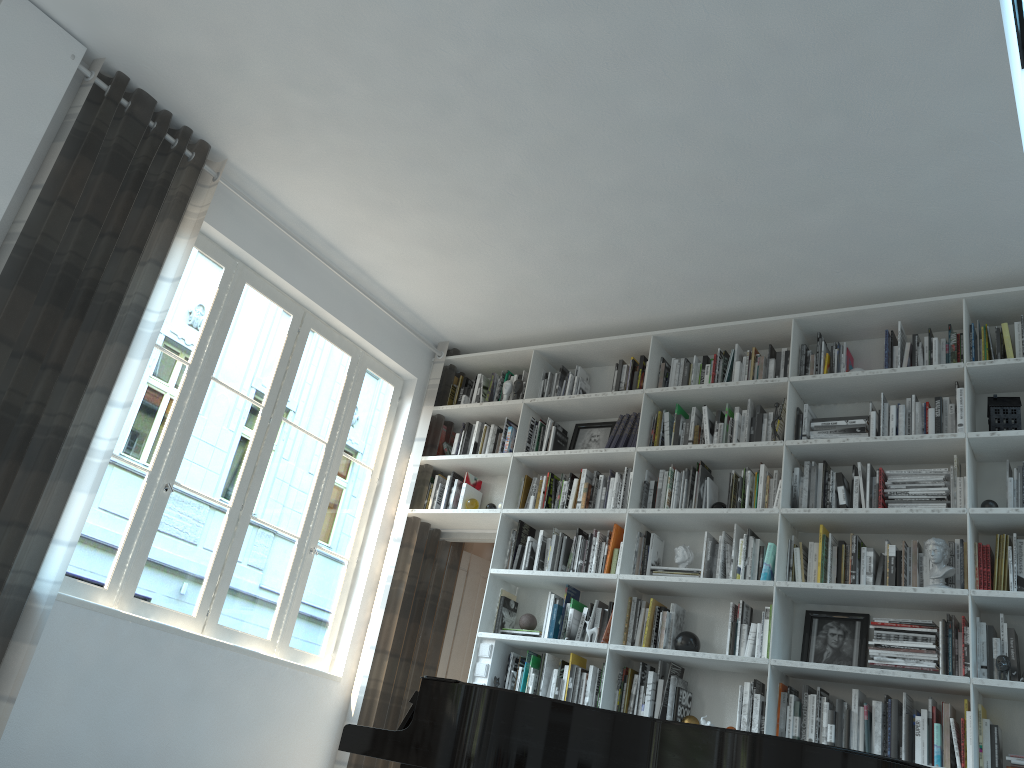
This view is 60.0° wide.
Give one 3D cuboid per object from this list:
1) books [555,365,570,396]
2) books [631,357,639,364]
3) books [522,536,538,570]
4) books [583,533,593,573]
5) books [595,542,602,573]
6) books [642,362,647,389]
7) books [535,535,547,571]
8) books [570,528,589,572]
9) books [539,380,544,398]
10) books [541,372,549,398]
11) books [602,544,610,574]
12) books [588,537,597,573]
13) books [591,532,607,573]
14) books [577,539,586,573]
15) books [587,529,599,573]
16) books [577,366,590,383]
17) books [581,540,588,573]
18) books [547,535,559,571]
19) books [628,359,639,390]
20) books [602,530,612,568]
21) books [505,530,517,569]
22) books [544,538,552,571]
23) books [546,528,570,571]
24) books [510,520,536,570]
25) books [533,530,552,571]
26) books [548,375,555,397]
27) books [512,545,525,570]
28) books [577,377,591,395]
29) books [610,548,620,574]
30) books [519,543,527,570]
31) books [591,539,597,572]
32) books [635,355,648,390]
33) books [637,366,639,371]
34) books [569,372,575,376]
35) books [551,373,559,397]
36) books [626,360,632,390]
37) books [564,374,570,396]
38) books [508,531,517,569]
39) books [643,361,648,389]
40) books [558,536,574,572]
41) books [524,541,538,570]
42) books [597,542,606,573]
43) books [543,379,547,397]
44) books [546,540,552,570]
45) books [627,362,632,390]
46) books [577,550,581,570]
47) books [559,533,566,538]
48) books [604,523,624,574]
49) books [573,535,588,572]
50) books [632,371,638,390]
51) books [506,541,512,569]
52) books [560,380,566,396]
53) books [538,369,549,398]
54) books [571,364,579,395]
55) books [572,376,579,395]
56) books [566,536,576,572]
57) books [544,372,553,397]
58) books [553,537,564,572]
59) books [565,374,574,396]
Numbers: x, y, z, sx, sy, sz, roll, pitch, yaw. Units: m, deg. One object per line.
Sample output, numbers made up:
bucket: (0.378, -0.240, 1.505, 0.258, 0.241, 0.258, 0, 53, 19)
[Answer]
books: (0.342, 0.042, 5.732, 0.015, 0.278, 0.191, -5, -29, 33)
books: (0.755, 0.004, 5.511, 0.014, 0.319, 0.137, -5, -29, 33)
books: (0.127, 1.052, 5.301, 0.022, 0.234, 0.178, -5, -29, 33)
books: (0.462, 1.009, 5.100, 0.012, 0.271, 0.146, -5, -29, 33)
books: (0.523, 1.030, 5.051, 0.012, 0.216, 0.161, -5, -29, 33)
books: (0.841, 0.017, 5.429, 0.022, 0.259, 0.152, -5, -29, 33)
books: (0.204, 1.042, 5.256, 0.011, 0.245, 0.177, -5, -29, 33)
books: (0.396, 1.002, 5.147, 0.013, 0.298, 0.152, -5, -29, 33)
books: (0.221, 0.096, 5.815, 0.017, 0.203, 0.143, -5, -29, 33)
books: (0.239, 0.074, 5.823, 0.007, 0.257, 0.157, -5, -29, 33)
books: (0.558, 1.030, 5.017, 0.013, 0.202, 0.162, -5, -29, 33)
books: (0.484, 1.021, 5.091, 0.011, 0.250, 0.140, -5, -29, 33)
books: (0.510, 0.999, 5.059, 0.015, 0.274, 0.158, -5, -29, 33)
books: (0.433, 1.028, 5.100, 0.013, 0.228, 0.177, -5, -29, 33)
books: (0.482, 1.001, 5.111, 0.011, 0.303, 0.130, -5, -29, 33)
books: (0.443, 0.046, 5.712, 0.015, 0.292, 0.131, -5, -29, 33)
books: (0.450, 1.032, 5.101, 0.013, 0.226, 0.152, -5, -29, 33)
books: (0.276, 1.032, 5.202, 0.021, 0.246, 0.189, -5, -29, 33)
books: (0.766, 0.010, 5.463, 0.011, 0.273, 0.184, -5, -29, 33)
books: (0.563, 0.998, 5.053, 0.015, 0.291, 0.144, -5, -29, 33)
books: (0.024, 1.050, 5.404, 0.012, 0.284, 0.160, -5, -29, 33)
books: (0.241, 1.051, 5.256, 0.049, 0.241, 0.140, -5, -29, 33)
books: (0.271, 1.016, 5.226, 0.011, 0.292, 0.184, -5, -29, 33)
books: (0.065, 1.011, 5.358, 0.012, 0.332, 0.185, -5, -29, 33)
books: (0.197, 1.031, 5.279, 0.023, 0.280, 0.175, -5, -29, 33)
books: (0.290, 0.078, 5.769, 0.013, 0.224, 0.177, -5, -29, 33)
books: (0.074, 1.080, 5.319, 0.037, 0.181, 0.189, -5, -29, 33)
books: (0.454, 0.078, 5.675, 0.013, 0.209, 0.137, -5, -29, 33)
books: (0.606, 1.036, 4.985, 0.030, 0.182, 0.152, -5, -29, 33)
books: (0.106, 1.074, 5.325, 0.042, 0.208, 0.144, -5, -29, 33)
books: (0.504, 1.028, 5.086, 0.028, 0.241, 0.132, -5, -29, 33)
books: (0.813, -0.007, 5.432, 0.025, 0.296, 0.164, -5, -29, 33)
books: (0.790, 0.031, 5.474, 0.013, 0.253, 0.130, -5, -29, 33)
books: (0.385, 0.061, 5.722, 0.013, 0.251, 0.129, -5, -29, 33)
books: (0.307, 0.071, 5.768, 0.016, 0.242, 0.157, -5, -29, 33)
books: (0.755, 0.013, 5.485, 0.013, 0.282, 0.167, -5, -29, 33)
books: (0.388, 0.071, 5.702, 0.013, 0.218, 0.182, -5, -29, 33)
books: (0.044, 1.044, 5.358, 0.027, 0.265, 0.176, -5, -29, 33)
books: (0.856, 0.012, 5.404, 0.031, 0.253, 0.179, -5, -29, 33)
books: (0.336, 1.033, 5.172, 0.023, 0.241, 0.185, -5, -29, 33)
books: (0.140, 1.060, 5.273, 0.028, 0.203, 0.189, -5, -29, 33)
books: (0.539, 1.029, 5.046, 0.021, 0.220, 0.149, -5, -29, 33)
books: (0.251, 0.094, 5.802, 0.032, 0.209, 0.159, -5, -29, 33)
books: (0.256, 1.046, 5.222, 0.014, 0.229, 0.149, -5, -29, 33)
books: (0.756, 0.015, 5.466, 0.010, 0.262, 0.157, -5, -29, 33)
books: (0.424, 1.046, 5.115, 0.021, 0.204, 0.130, -5, -29, 33)
books: (0.301, 1.028, 5.211, 0.011, 0.269, 0.158, -5, -29, 33)
books: (0.590, 0.974, 5.029, 0.035, 0.324, 0.170, -5, -29, 33)
books: (0.411, 1.024, 5.137, 0.021, 0.255, 0.156, -5, -29, 33)
books: (0.787, 0.047, 5.433, 0.027, 0.189, 0.178, -5, -29, 33)
books: (0.028, 1.079, 5.372, 0.026, 0.208, 0.155, -5, -29, 33)
books: (0.360, 0.092, 5.715, 0.026, 0.182, 0.162, -5, -29, 33)
books: (0.223, 0.065, 5.843, 0.007, 0.284, 0.160, -5, -29, 33)
books: (0.428, 0.038, 5.711, 0.007, 0.300, 0.146, -5, -29, 33)
books: (0.437, 0.078, 5.673, 0.014, 0.201, 0.171, -5, -29, 33)
books: (0.376, 1.032, 5.168, 0.048, 0.255, 0.142, -5, -29, 33)
books: (0.269, 0.071, 5.792, 0.012, 0.248, 0.180, -5, -29, 33)
books: (0.304, 1.034, 5.183, 0.024, 0.236, 0.167, -5, -29, 33)
books: (0.398, 0.069, 5.686, 0.021, 0.213, 0.174, -5, -29, 33)
